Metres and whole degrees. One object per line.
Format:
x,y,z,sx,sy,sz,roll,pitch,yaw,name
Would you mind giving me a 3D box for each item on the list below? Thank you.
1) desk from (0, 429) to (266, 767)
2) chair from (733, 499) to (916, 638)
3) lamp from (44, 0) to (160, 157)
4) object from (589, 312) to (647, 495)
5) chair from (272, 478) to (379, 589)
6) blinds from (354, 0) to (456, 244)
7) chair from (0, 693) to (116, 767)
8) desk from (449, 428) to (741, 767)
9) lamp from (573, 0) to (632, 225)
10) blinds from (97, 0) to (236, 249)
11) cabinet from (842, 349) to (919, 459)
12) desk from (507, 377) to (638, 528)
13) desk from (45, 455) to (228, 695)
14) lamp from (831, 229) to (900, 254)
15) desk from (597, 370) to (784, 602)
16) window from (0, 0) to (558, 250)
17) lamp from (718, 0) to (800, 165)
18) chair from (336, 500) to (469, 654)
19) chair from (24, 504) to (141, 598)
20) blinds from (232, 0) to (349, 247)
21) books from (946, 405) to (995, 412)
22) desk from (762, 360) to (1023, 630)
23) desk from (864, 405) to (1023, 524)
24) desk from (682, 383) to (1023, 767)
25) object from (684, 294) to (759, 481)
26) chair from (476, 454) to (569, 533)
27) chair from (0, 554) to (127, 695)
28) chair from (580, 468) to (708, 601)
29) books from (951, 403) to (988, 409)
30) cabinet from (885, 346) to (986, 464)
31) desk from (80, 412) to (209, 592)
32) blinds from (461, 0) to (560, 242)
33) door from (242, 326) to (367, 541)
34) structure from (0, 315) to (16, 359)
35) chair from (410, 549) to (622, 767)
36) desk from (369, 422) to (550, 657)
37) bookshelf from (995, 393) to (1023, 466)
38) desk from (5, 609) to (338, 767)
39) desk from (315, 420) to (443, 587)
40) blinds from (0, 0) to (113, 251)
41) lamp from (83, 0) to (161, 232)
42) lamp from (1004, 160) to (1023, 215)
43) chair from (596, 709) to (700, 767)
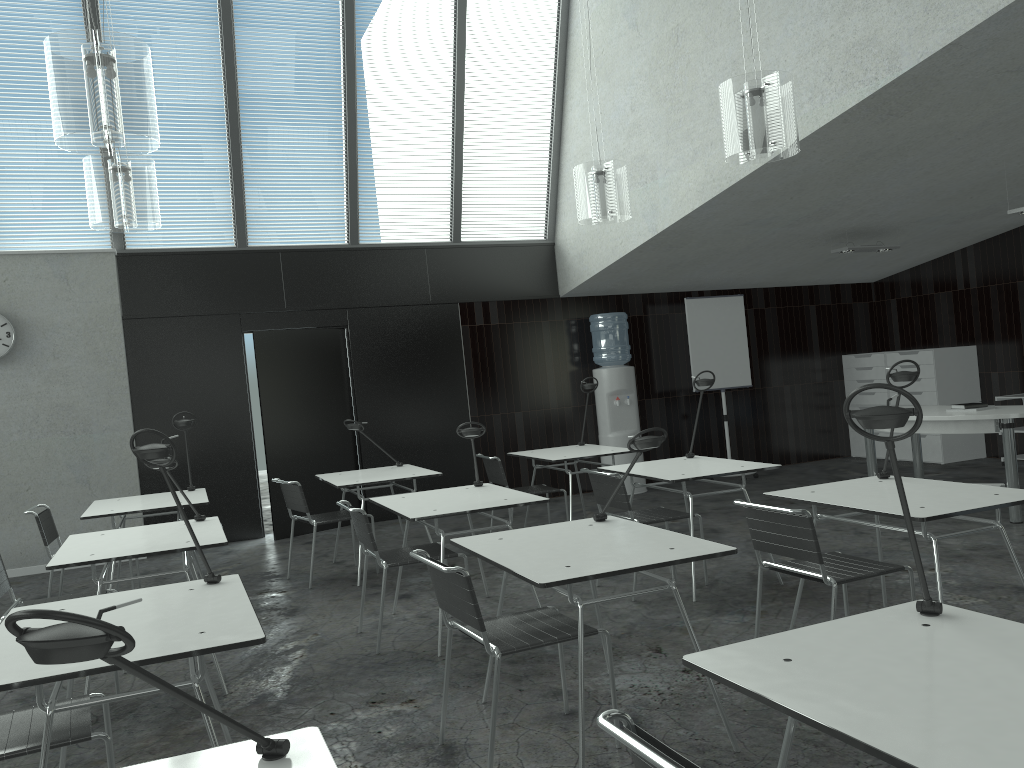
-1.108,0.816,2.549,0.700,1.321,0.900,-5,1,-21,desk
1.232,0.869,3.493,0.555,0.765,0.428,-5,1,-24,chair
-1.604,-2.138,3.282,0.359,2.307,0.350,-5,1,-21,lamp
1.035,0.211,8.766,0.436,1.967,0.436,-6,1,-32,object
-1.255,1.058,5.948,0.555,0.765,0.428,-6,1,-33,chair
-0.928,-2.959,7.788,0.889,2.982,1.106,-5,1,-21,blinds
-1.395,1.120,2.416,0.555,0.765,0.428,-6,1,-26,chair
0.255,0.769,3.137,0.700,1.153,0.900,-5,1,-21,desk
0.495,-2.636,5.915,0.359,2.848,0.350,-5,1,-21,lamp
-2.759,-2.768,7.071,0.889,2.949,1.094,-5,1,-21,blinds
4.204,0.249,9.917,0.587,1.292,0.639,-5,1,-21,cabinet
0.447,0.618,6.623,0.700,1.321,0.900,-5,1,-21,desk
-1.684,0.930,4.080,0.700,1.153,0.900,-5,1,-21,desk
3.015,-3.108,7.933,0.600,3.595,0.212,-5,1,-21,lamp
1.001,0.590,5.131,0.700,1.321,0.900,-5,1,-20,desk
-5.522,-2.536,6.010,12.775,3.101,1.144,-5,1,-21,window
1.131,-2.400,4.362,0.359,2.307,0.350,-5,1,-21,lamp
-0.540,1.015,4.445,0.555,0.765,0.428,-5,1,-21,chair
-2.607,1.187,5.422,0.555,0.765,0.428,-5,1,-18,chair
-1.845,-2.855,7.432,0.889,2.949,1.094,-5,1,-21,blinds
3.313,0.197,6.406,0.297,0.021,0.210,-6,1,-38,books
1.597,0.557,3.643,0.700,1.321,0.900,-5,1,-21,desk
3.232,0.622,6.507,0.910,0.818,1.600,-6,1,-26,desk
0.850,0.653,1.586,0.700,1.321,0.900,-5,1,-23,desk
2.158,0.043,9.105,0.560,2.091,0.553,-5,1,32,object
0.075,0.931,6.485,0.555,0.765,0.428,-5,1,-20,chair
-2.057,1.159,3.932,0.555,0.765,0.428,-5,1,-19,chair
0.738,0.892,5.011,0.555,0.765,0.428,-5,1,-22,chair
3.282,0.174,6.370,0.183,0.032,0.164,-5,1,-8,books
4.441,0.236,9.315,0.587,1.292,0.639,-5,1,-21,cabinet
-2.281,0.879,5.580,0.700,1.321,0.900,-5,1,-20,desk
-0.012,-3.047,8.150,0.889,2.982,1.106,-5,1,-21,blinds
-1.817,0.453,7.889,0.940,2.020,0.365,-5,1,-21,door
-4.067,-0.408,6.811,0.446,0.446,0.077,-5,1,-21,structure
0.003,0.987,2.988,0.555,0.765,0.428,-6,1,-25,chair
-0.287,0.798,4.563,0.700,1.153,0.900,-5,1,-21,desk
4.994,0.479,8.213,0.403,0.739,0.817,-5,1,-21,bookshelf
-0.507,0.867,1.101,0.700,1.153,0.900,-5,1,-21,desk
-0.926,0.833,6.116,0.700,1.153,0.900,-5,1,-21,desk
-3.675,-2.680,6.709,0.889,2.949,1.094,-5,1,-21,blinds
-2.240,-2.375,4.834,0.359,2.848,0.350,-5,1,-21,lamp
3.669,-3.144,6.272,0.600,3.595,0.212,-5,1,-21,lamp
0.490,0.965,1.426,0.555,0.765,0.428,-5,1,-23,chair
